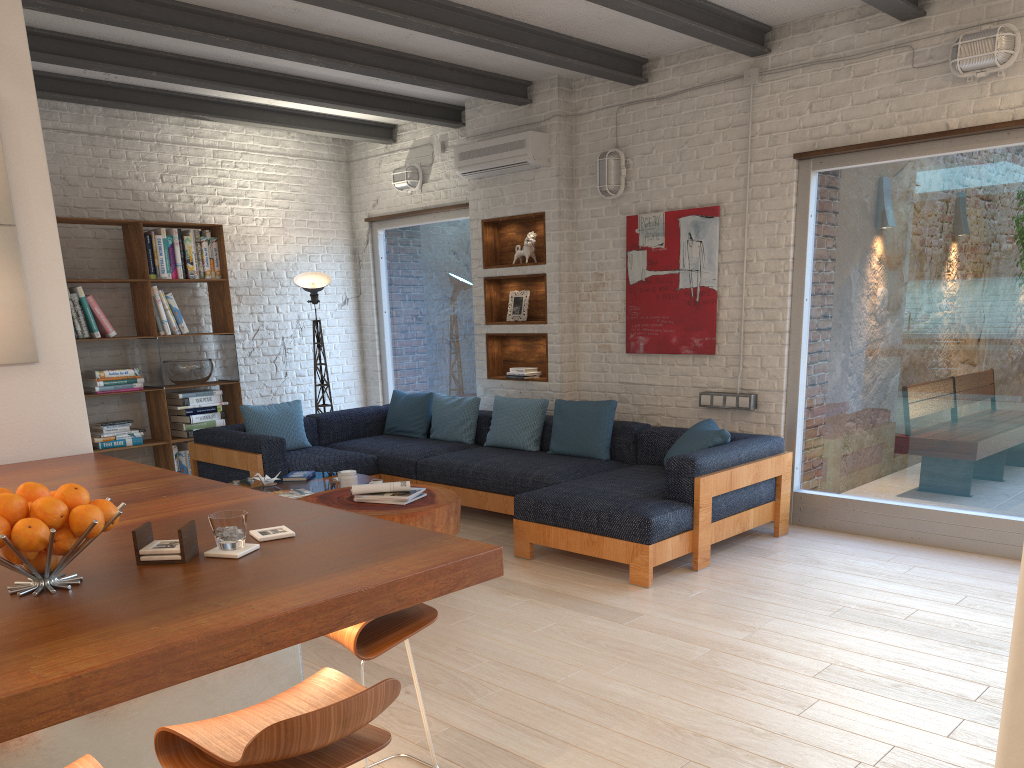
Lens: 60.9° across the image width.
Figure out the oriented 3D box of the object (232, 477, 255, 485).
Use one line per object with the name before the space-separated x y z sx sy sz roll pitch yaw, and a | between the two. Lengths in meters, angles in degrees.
object | -1.785 0.639 5.666 0.068 0.028 0.293 1 6 22

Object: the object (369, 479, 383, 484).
object | -0.814 0.599 5.193 0.174 0.058 0.143 2 8 33

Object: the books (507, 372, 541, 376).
books | 0.100 -0.086 7.067 0.168 0.019 0.233 -7 7 -44

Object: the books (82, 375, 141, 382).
books | -3.120 -0.047 6.787 0.269 0.021 0.348 3 7 43

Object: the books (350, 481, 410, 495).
books | -0.747 0.593 4.932 0.321 0.113 0.265 -3 7 -13

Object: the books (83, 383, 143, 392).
books | -3.114 0.020 6.789 0.242 0.038 0.371 3 7 40

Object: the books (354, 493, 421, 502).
books | -0.695 0.628 4.919 0.318 0.011 0.244 -1 5 14

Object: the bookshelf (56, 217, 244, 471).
bookshelf | -2.885 -0.132 6.975 1.288 2.282 0.359 -14 19 -43

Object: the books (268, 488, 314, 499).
books | -1.378 0.671 5.254 0.314 0.011 0.247 -5 6 -32

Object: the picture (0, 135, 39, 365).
picture | -2.171 -0.570 3.194 0.640 1.052 0.020 -13 18 -43

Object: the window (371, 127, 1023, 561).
window | 3.247 -2.215 3.990 12.175 6.643 0.630 5 15 43

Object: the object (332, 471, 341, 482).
object | -1.054 0.604 5.639 0.268 0.059 0.151 2 8 37

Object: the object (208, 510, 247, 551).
object | -0.679 0.354 2.098 0.090 0.088 0.089 -8 11 -30

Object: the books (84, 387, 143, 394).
books | -3.112 0.048 6.808 0.268 0.021 0.349 3 7 44

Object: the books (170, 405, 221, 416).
books | -2.647 0.216 7.287 0.252 0.057 0.319 3 7 39

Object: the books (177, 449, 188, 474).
books | -2.795 0.712 7.286 0.251 0.342 0.056 9 18 42

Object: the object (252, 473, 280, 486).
object | -1.574 0.603 5.623 0.185 0.094 0.189 -4 7 -20

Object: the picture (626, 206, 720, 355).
picture | 1.097 -0.694 6.056 0.733 0.995 0.019 9 18 42

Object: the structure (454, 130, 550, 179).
structure | -0.088 -1.710 6.549 0.804 0.228 0.196 4 11 43

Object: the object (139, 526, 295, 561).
object | -0.699 0.390 2.134 0.389 0.036 0.195 -6 7 -41

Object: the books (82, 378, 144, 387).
books | -3.103 -0.017 6.783 0.242 0.038 0.371 2 7 38

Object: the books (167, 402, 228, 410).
books | -2.646 0.176 7.297 0.268 0.021 0.436 3 7 45

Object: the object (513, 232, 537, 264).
object | 0.104 -1.062 6.818 0.110 0.252 0.212 -12 15 -37

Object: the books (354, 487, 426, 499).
books | -0.681 0.608 4.890 0.318 0.011 0.245 0 5 19

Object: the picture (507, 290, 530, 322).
picture | 0.058 -0.626 7.010 0.191 0.253 0.099 6 15 34

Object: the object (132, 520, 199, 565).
object | -0.820 0.375 2.067 0.114 0.085 0.091 -2 10 -1

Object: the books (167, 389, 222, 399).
books | -2.656 0.080 7.284 0.241 0.038 0.372 3 7 45

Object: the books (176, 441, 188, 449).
books | -2.724 0.672 7.371 0.240 0.399 0.077 9 18 42

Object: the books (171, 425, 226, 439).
books | -2.636 0.396 7.352 0.242 0.067 0.371 3 7 39

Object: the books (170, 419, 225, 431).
books | -2.652 0.335 7.348 0.355 0.057 0.278 -7 7 -43

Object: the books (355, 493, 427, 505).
books | -0.681 0.639 4.913 0.317 0.011 0.245 0 6 24

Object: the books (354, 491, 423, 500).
books | -0.687 0.619 4.900 0.318 0.011 0.244 -1 5 14

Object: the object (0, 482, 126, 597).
object | -1.018 0.327 1.864 0.363 0.230 0.354 0 8 10

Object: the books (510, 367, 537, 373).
books | 0.095 -0.113 7.066 0.130 0.035 0.202 -6 7 -36

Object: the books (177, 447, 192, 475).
books | -2.751 0.706 7.321 0.251 0.342 0.054 9 18 42

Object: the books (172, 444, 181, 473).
books | -2.834 0.688 7.253 0.240 0.397 0.035 9 18 42

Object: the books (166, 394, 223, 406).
books | -2.654 0.131 7.304 0.242 0.067 0.371 3 7 39

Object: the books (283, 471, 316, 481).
books | -1.423 0.615 5.832 0.162 0.023 0.224 -2 5 2

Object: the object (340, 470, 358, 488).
object | -1.013 0.595 5.415 0.107 0.112 0.105 -8 12 -29

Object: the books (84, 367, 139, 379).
books | -3.113 -0.086 6.781 0.321 0.057 0.251 -7 7 -43

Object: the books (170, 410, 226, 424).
books | -2.634 0.274 7.330 0.243 0.067 0.370 2 6 31

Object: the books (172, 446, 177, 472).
books | -2.848 0.692 7.217 0.240 0.397 0.035 9 18 42

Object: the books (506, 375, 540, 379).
books | 0.086 -0.059 7.077 0.160 0.018 0.247 -6 6 -36

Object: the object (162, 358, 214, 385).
object | -2.682 -0.099 7.236 0.403 0.209 0.388 -2 7 -4
